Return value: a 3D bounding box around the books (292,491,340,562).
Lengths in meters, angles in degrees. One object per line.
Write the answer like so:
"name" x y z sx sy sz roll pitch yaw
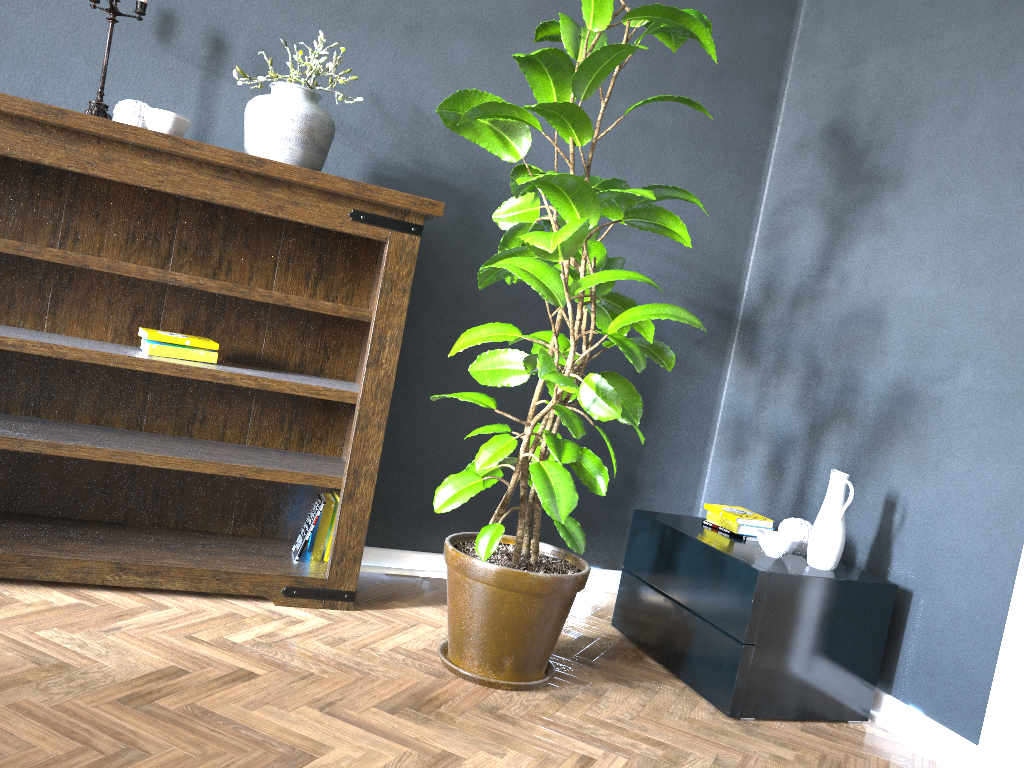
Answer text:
"books" -0.582 0.427 2.663 0.123 0.193 0.179 10 3 -18

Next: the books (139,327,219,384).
"books" -0.927 -0.079 2.466 0.197 0.113 0.174 9 3 -32

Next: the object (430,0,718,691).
"object" 0.128 -0.199 2.349 0.764 1.900 1.116 9 3 -27

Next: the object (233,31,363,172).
"object" -0.612 -0.787 2.451 0.275 0.412 0.385 8 4 -43

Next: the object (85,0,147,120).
"object" -1.105 -0.892 2.390 0.129 0.438 0.145 12 3 15

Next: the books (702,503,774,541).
"books" 0.695 0.424 2.727 0.162 0.066 0.214 10 3 -26

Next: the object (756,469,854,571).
"object" 0.809 0.353 2.469 0.228 0.268 0.228 11 3 12

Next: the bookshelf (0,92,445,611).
"bookshelf" -1.251 -0.096 2.307 1.920 1.173 0.450 10 3 -21

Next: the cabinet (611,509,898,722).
"cabinet" 0.672 0.657 2.596 0.456 0.390 0.649 10 3 -21

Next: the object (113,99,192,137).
"object" -0.943 -0.688 2.319 0.255 0.104 0.118 12 3 34
